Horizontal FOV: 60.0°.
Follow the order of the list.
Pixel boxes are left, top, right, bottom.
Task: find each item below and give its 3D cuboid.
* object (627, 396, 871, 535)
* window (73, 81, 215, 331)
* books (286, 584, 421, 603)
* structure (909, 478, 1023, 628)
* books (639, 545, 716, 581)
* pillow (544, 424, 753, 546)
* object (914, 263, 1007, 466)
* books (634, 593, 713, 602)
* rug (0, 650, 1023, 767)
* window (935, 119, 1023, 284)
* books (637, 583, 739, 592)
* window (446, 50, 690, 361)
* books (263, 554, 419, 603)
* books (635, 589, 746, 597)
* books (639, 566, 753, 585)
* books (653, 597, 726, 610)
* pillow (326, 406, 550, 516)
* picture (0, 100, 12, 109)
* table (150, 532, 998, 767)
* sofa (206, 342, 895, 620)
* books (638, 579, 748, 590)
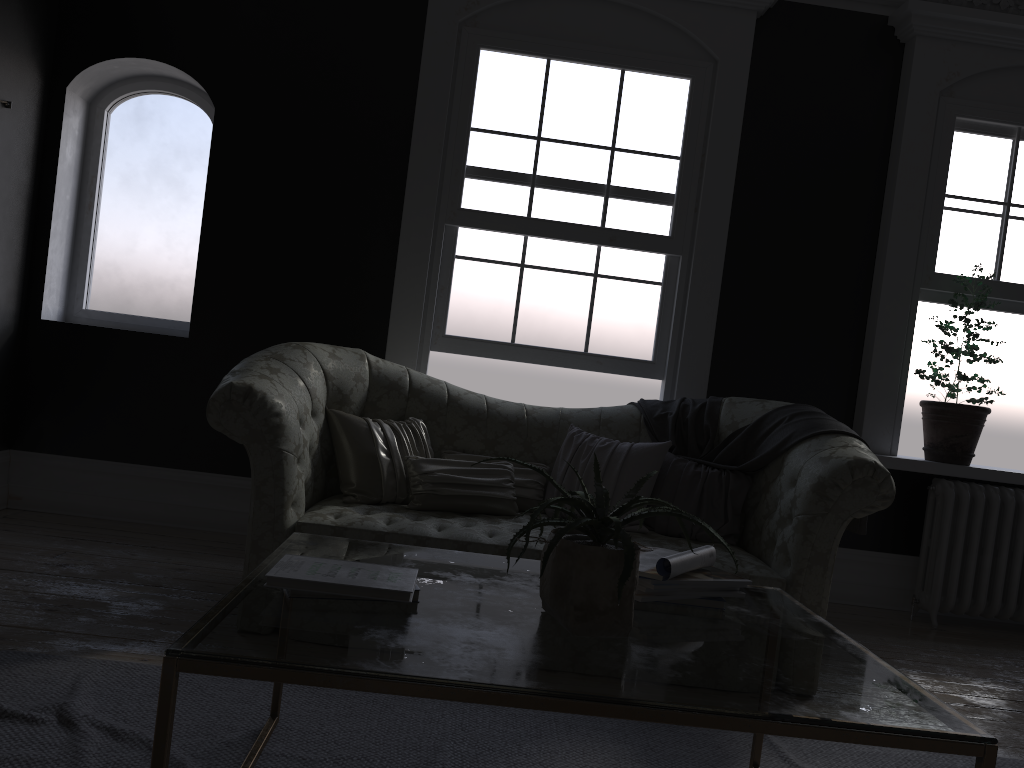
[{"bbox_3d":[1.104,0.353,4.399,0.517,0.585,1.365,6,1,-44],"label":"object"},{"bbox_3d":[-2.177,-1.082,5.370,0.740,1.457,0.112,7,2,-3],"label":"window"},{"bbox_3d":[-0.368,0.451,2.015,0.290,0.030,0.192,7,0,-19],"label":"books"},{"bbox_3d":[2.873,1.018,5.064,1.141,0.849,0.276,7,1,-3],"label":"structure"},{"bbox_3d":[0.346,0.466,2.314,0.272,0.109,0.322,8,1,32],"label":"books"},{"bbox_3d":[0.649,0.477,4.231,0.963,0.462,0.405,7,1,5],"label":"pillow"},{"bbox_3d":[2.572,-0.108,5.076,0.473,1.134,0.506,8,2,37],"label":"object"},{"bbox_3d":[0.364,0.524,2.327,0.319,0.011,0.252,7,1,-36],"label":"books"},{"bbox_3d":[0.096,1.074,1.928,3.645,0.050,2.105,7,0,-2],"label":"rug"},{"bbox_3d":[3.108,-0.990,5.221,1.263,1.017,0.056,7,2,-3],"label":"window"},{"bbox_3d":[0.394,0.506,2.335,0.319,0.011,0.252,7,1,-31],"label":"books"},{"bbox_3d":[0.318,-1.011,5.084,1.263,1.672,0.056,7,2,-3],"label":"window"},{"bbox_3d":[-0.365,0.424,1.948,0.307,0.024,0.220,7,0,-3],"label":"books"},{"bbox_3d":[0.408,0.519,2.338,0.318,0.011,0.252,7,0,-21],"label":"books"},{"bbox_3d":[0.423,0.489,2.328,0.319,0.011,0.252,7,0,-26],"label":"books"},{"bbox_3d":[0.427,0.549,2.336,0.231,0.023,0.162,7,0,-2],"label":"books"},{"bbox_3d":[-0.343,0.373,4.157,1.105,0.416,0.528,7,1,-3],"label":"pillow"},{"bbox_3d":[-2.521,-1.040,2.348,0.058,0.771,4.455,7,0,-3],"label":"picture"},{"bbox_3d":[0.076,0.802,2.069,1.449,0.558,1.092,7,1,-3],"label":"table"},{"bbox_3d":[0.120,0.520,4.255,2.813,1.161,1.605,7,1,-2],"label":"sofa"},{"bbox_3d":[0.413,0.498,2.329,0.319,0.011,0.252,7,1,-31],"label":"books"}]
